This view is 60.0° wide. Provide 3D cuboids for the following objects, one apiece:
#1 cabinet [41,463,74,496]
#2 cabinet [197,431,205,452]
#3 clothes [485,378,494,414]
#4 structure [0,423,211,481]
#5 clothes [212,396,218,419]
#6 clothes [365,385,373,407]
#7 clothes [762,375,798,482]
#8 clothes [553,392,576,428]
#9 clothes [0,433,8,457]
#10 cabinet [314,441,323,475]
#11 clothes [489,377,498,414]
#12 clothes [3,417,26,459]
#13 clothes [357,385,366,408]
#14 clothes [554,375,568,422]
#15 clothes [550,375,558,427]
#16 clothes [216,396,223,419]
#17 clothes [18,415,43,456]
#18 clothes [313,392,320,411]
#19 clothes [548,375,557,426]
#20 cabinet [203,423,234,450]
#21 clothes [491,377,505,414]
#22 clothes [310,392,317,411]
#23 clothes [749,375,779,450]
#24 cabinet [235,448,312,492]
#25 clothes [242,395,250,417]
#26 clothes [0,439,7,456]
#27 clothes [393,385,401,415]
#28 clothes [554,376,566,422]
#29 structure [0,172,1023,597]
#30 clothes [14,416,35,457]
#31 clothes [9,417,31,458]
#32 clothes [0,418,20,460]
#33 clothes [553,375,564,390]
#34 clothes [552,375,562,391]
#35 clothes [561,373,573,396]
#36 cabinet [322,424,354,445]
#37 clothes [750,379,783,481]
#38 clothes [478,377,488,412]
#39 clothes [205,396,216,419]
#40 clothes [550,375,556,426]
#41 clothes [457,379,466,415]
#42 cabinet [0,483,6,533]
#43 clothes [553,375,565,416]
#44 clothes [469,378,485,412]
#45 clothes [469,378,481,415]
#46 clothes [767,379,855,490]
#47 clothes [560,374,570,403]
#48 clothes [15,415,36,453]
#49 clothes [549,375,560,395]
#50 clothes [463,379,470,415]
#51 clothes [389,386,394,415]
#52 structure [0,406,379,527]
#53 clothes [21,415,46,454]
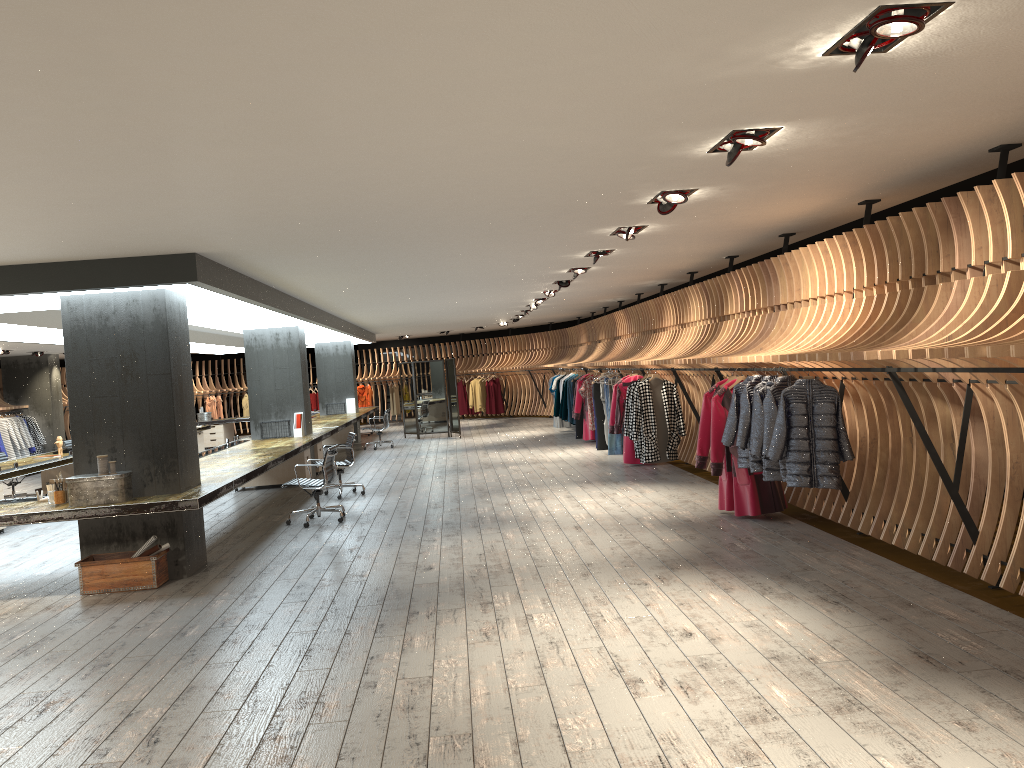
[{"bbox_3d":[-7.420,1.564,15.326,1.131,0.630,0.593,-4,1,-4],"label":"cabinet"},{"bbox_3d":[-7.774,1.475,20.520,1.131,0.630,0.593,-4,1,-4],"label":"cabinet"},{"bbox_3d":[-0.630,0.361,27.147,0.444,1.129,0.126,-5,0,-32],"label":"clothes"},{"bbox_3d":[-7.361,1.441,15.825,1.162,0.844,10.452,-4,1,-4],"label":"structure"},{"bbox_3d":[-9.322,0.954,27.803,0.125,1.156,0.447,-5,0,-34],"label":"clothes"},{"bbox_3d":[-4.697,0.454,29.068,0.201,0.881,0.839,-5,1,-24],"label":"clothes"},{"bbox_3d":[2.275,0.354,7.176,0.530,0.856,0.234,-4,0,-5],"label":"clothes"},{"bbox_3d":[1.308,0.484,21.842,0.677,1.434,0.203,-5,0,-19],"label":"clothes"},{"bbox_3d":[-11.772,1.391,19.809,0.885,1.238,0.245,-5,0,-7],"label":"clothes"},{"bbox_3d":[-3.894,1.289,15.399,1.131,0.630,0.593,-4,1,-4],"label":"cabinet"},{"bbox_3d":[-0.508,0.354,27.030,0.444,1.129,0.127,-4,0,-7],"label":"clothes"},{"bbox_3d":[-11.670,1.297,20.553,0.752,1.062,0.128,-4,0,-6],"label":"clothes"},{"bbox_3d":[-4.940,0.472,29.103,0.200,0.881,0.840,-4,1,26],"label":"clothes"},{"bbox_3d":[1.398,0.316,20.429,0.913,1.081,0.238,-4,0,1],"label":"clothes"},{"bbox_3d":[1.300,0.482,21.977,0.677,1.434,0.204,-4,0,11],"label":"clothes"},{"bbox_3d":[-9.187,0.941,27.896,0.125,1.156,0.447,-5,0,-39],"label":"clothes"},{"bbox_3d":[-11.704,1.337,21.358,0.807,1.187,0.192,-4,0,-3],"label":"clothes"},{"bbox_3d":[-6.374,0.933,29.047,0.093,1.337,0.551,-5,0,-34],"label":"clothes"},{"bbox_3d":[1.292,0.479,22.118,0.677,1.434,0.203,-5,0,-14],"label":"clothes"},{"bbox_3d":[-8.021,1.412,24.214,0.593,0.630,1.132,-4,1,-4],"label":"cabinet"},{"bbox_3d":[-0.453,0.351,26.955,0.444,1.129,0.126,-5,0,-32],"label":"clothes"},{"bbox_3d":[-6.538,0.946,29.021,0.551,1.337,0.093,-4,0,41],"label":"clothes"},{"bbox_3d":[2.246,0.348,7.477,0.511,0.854,0.228,-4,0,17],"label":"clothes"},{"bbox_3d":[-3.803,1.312,14.049,1.131,0.630,0.593,-4,1,-4],"label":"cabinet"},{"bbox_3d":[-8.473,0.779,28.344,0.250,0.889,0.704,-5,1,-43],"label":"clothes"},{"bbox_3d":[-11.681,1.386,19.636,0.884,1.246,0.249,-4,0,-7],"label":"clothes"},{"bbox_3d":[-3.772,0.512,28.941,0.096,0.988,0.465,-4,0,13],"label":"clothes"},{"bbox_3d":[1.400,0.314,20.516,0.914,1.081,0.238,-4,0,-4],"label":"clothes"},{"bbox_3d":[-4.659,0.456,11.713,14.883,2.439,36.558,-5,1,-4],"label":"structure"},{"bbox_3d":[-11.700,1.290,20.993,0.752,1.062,0.128,-4,0,-6],"label":"clothes"},{"bbox_3d":[-11.688,1.293,20.815,0.752,1.062,0.128,-4,0,-6],"label":"clothes"},{"bbox_3d":[-11.654,1.301,20.318,0.752,1.062,0.128,-4,0,-6],"label":"clothes"},{"bbox_3d":[1.338,0.238,20.793,0.734,0.937,0.164,-4,0,0],"label":"clothes"},{"bbox_3d":[1.335,0.230,21.250,0.743,0.931,0.158,-4,0,0],"label":"clothes"},{"bbox_3d":[1.407,0.308,19.821,0.733,1.106,0.165,-4,0,-4],"label":"clothes"},{"bbox_3d":[-4.425,1.196,21.432,1.131,0.630,0.593,-4,1,-4],"label":"cabinet"},{"bbox_3d":[2.252,0.376,7.301,0.584,0.854,0.211,-4,0,23],"label":"clothes"},{"bbox_3d":[-0.791,0.329,27.285,0.151,1.053,0.777,-4,1,37],"label":"clothes"},{"bbox_3d":[-9.414,0.963,27.731,0.447,1.156,0.125,-4,0,31],"label":"clothes"},{"bbox_3d":[1.281,0.477,22.258,0.677,1.434,0.204,-4,0,11],"label":"clothes"},{"bbox_3d":[-1.647,0.420,28.002,0.444,1.129,0.127,-4,0,-7],"label":"clothes"},{"bbox_3d":[-7.017,1.629,11.004,1.131,0.630,0.593,-4,1,-4],"label":"cabinet"},{"bbox_3d":[1.384,0.313,20.638,0.914,1.081,0.238,-4,0,-4],"label":"clothes"},{"bbox_3d":[-0.957,0.338,27.430,0.777,1.053,0.151,-4,0,-3],"label":"clothes"},{"bbox_3d":[-1.189,0.393,27.632,0.444,1.129,0.126,-5,0,-42],"label":"clothes"},{"bbox_3d":[2.278,0.385,6.846,0.682,0.854,0.181,-4,1,39],"label":"clothes"},{"bbox_3d":[1.451,0.300,20.014,0.733,1.106,0.165,-4,0,1],"label":"clothes"},{"bbox_3d":[-11.837,1.366,21.190,0.885,1.238,0.245,-5,0,-7],"label":"clothes"},{"bbox_3d":[1.271,0.247,21.389,0.738,0.971,0.167,-4,0,5],"label":"clothes"},{"bbox_3d":[-1.456,0.409,27.845,0.127,1.129,0.444,-4,0,-12],"label":"clothes"},{"bbox_3d":[-3.890,0.521,28.961,0.096,0.988,0.465,-4,0,8],"label":"clothes"},{"bbox_3d":[-5.519,1.300,15.735,4.836,0.844,18.477,-5,1,-4],"label":"structure"},{"bbox_3d":[-11.726,1.335,21.545,0.799,1.185,0.191,-4,0,-3],"label":"clothes"}]
